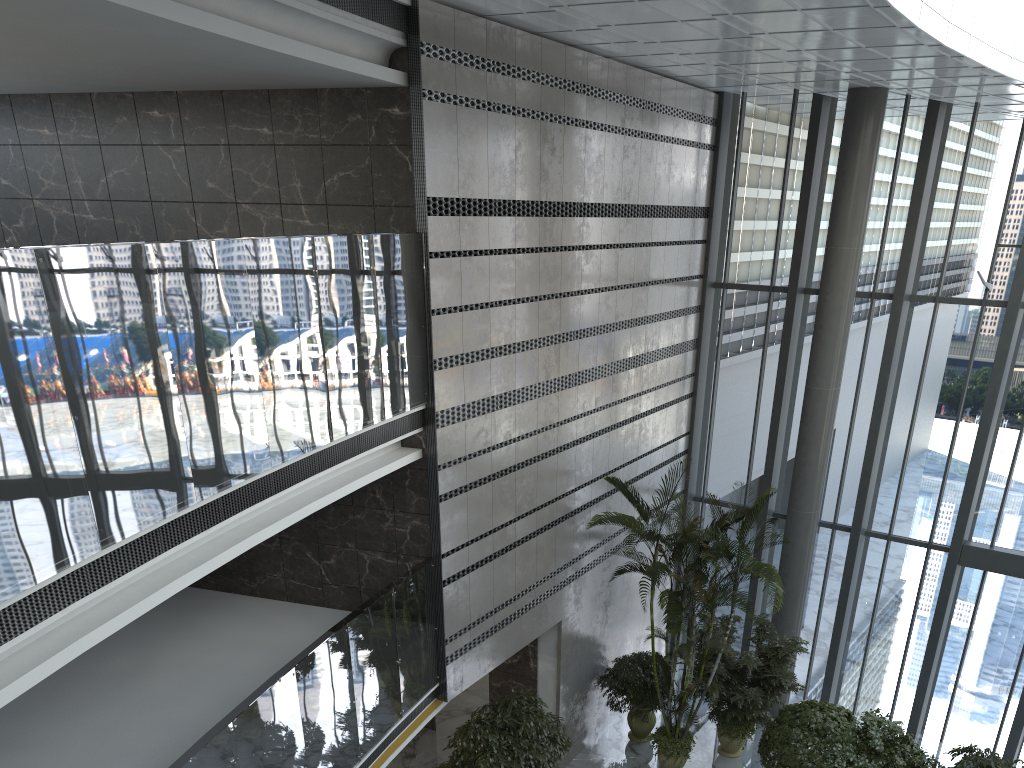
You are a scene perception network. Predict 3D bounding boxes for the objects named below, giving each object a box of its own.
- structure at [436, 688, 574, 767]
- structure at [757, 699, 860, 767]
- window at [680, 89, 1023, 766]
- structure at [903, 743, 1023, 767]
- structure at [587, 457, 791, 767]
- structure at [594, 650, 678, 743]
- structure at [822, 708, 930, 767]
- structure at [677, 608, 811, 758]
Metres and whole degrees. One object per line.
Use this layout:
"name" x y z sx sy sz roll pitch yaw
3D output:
"structure" -0.105 4.959 10.768 2.018 2.183 1.482 -8 21 -24
"structure" 4.076 5.076 11.622 1.437 1.780 1.442 1 19 2
"window" 2.646 1.637 5.454 18.205 11.120 12.648 -12 21 -40
"structure" 5.608 5.238 10.210 1.637 2.091 1.831 -8 20 -23
"structure" 2.338 3.371 11.564 2.377 5.140 2.347 17 27 37
"structure" 1.900 4.772 13.078 1.403 1.708 1.018 -4 21 -13
"structure" 4.462 5.059 10.788 1.364 2.172 1.135 -11 23 -28
"structure" 3.347 4.470 12.652 1.823 2.535 1.724 7 21 17
